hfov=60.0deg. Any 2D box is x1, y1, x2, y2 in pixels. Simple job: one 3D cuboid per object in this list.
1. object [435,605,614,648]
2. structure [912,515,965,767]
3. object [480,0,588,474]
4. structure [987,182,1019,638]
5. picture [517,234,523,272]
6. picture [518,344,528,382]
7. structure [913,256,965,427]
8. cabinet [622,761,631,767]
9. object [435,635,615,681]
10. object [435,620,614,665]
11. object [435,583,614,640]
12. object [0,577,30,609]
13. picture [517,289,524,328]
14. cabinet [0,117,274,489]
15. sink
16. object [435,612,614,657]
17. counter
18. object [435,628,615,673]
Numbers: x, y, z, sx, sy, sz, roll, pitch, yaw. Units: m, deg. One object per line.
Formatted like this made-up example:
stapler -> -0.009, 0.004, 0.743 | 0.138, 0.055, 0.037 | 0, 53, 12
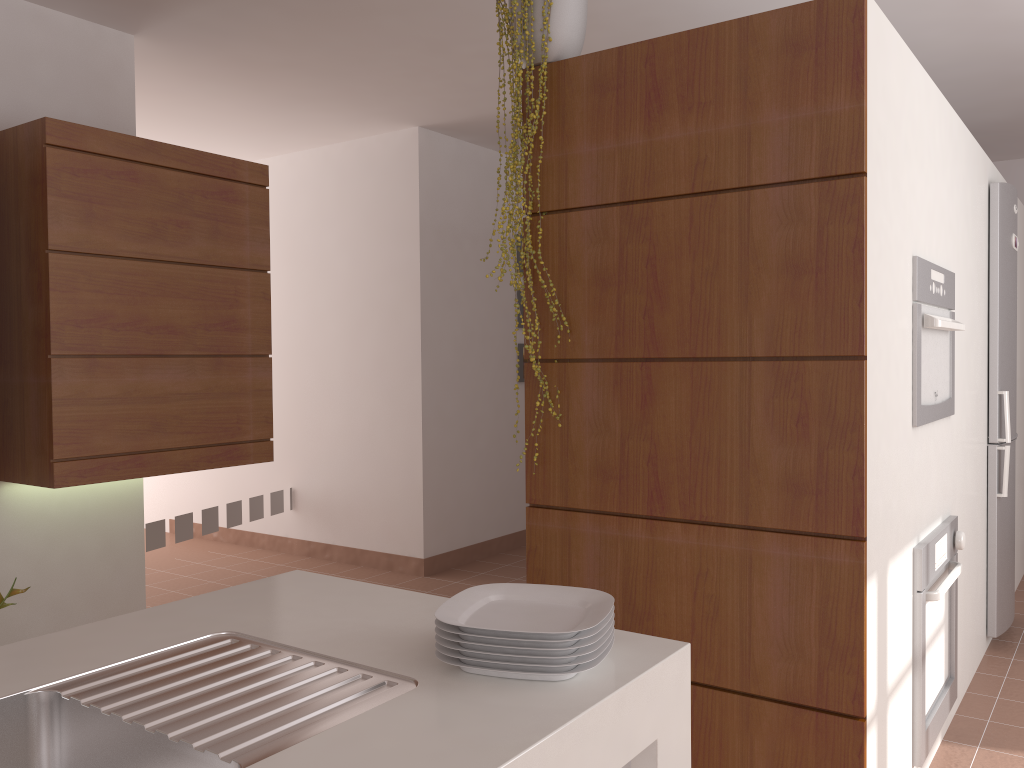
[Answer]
object -> 0.020, 0.320, 1.200 | 0.228, 0.020, 0.228 | 0, 2, 17
structure -> 1.268, 0.728, 2.619 | 0.058, 0.592, 0.596 | 1, 2, 35
object -> 0.066, -0.427, 2.458 | 0.297, 1.344, 0.279 | -1, 2, -6
structure -> 2.122, 0.095, 3.807 | 0.089, 1.862, 0.604 | 0, 2, 35
picture -> 0.441, -0.855, 6.253 | 0.015, 0.248, 1.408 | 0, 2, 35
picture -> 0.448, -0.155, 6.272 | 0.015, 0.248, 1.408 | 0, 2, 35
structure -> 1.262, -0.120, 2.591 | 0.056, 0.454, 0.614 | 0, 2, 35
cabinet -> -0.724, 0.845, 0.575 | 0.737, 0.700, 2.048 | 0, 2, 35
object -> 0.021, 0.360, 1.201 | 0.228, 0.020, 0.228 | 0, 2, 17
object -> 0.020, 0.340, 1.200 | 0.228, 0.020, 0.228 | 0, 2, 17
object -> 0.020, 0.310, 1.199 | 0.228, 0.020, 0.228 | 0, 2, 17
object -> -1.730, 0.870, 2.898 | 0.087, 0.546, 0.296 | 1, 2, 35
picture -> 0.444, -0.505, 6.263 | 0.015, 0.248, 1.408 | 0, 2, 35
cabinet -> -2.637, -0.222, 1.884 | 0.754, 1.200, 4.718 | 0, 2, 35
sink -> -0.461, 0.377, 0.957 | 0.404, 0.368, 0.668 | 0, 2, 35
object -> 0.020, 0.330, 1.200 | 0.228, 0.020, 0.228 | 0, 2, 17
counter -> -0.696, 0.794, 0.622 | 0.821, 0.800, 2.156 | 0, 2, 35
object -> 0.020, 0.350, 1.200 | 0.228, 0.020, 0.228 | 0, 2, 17
